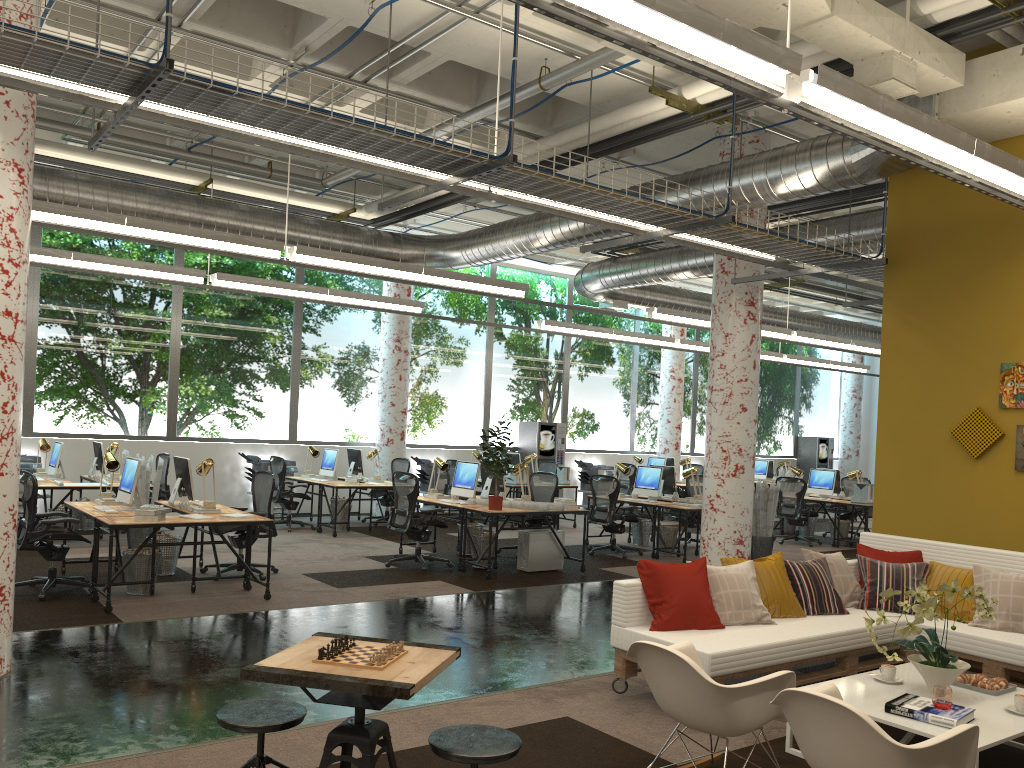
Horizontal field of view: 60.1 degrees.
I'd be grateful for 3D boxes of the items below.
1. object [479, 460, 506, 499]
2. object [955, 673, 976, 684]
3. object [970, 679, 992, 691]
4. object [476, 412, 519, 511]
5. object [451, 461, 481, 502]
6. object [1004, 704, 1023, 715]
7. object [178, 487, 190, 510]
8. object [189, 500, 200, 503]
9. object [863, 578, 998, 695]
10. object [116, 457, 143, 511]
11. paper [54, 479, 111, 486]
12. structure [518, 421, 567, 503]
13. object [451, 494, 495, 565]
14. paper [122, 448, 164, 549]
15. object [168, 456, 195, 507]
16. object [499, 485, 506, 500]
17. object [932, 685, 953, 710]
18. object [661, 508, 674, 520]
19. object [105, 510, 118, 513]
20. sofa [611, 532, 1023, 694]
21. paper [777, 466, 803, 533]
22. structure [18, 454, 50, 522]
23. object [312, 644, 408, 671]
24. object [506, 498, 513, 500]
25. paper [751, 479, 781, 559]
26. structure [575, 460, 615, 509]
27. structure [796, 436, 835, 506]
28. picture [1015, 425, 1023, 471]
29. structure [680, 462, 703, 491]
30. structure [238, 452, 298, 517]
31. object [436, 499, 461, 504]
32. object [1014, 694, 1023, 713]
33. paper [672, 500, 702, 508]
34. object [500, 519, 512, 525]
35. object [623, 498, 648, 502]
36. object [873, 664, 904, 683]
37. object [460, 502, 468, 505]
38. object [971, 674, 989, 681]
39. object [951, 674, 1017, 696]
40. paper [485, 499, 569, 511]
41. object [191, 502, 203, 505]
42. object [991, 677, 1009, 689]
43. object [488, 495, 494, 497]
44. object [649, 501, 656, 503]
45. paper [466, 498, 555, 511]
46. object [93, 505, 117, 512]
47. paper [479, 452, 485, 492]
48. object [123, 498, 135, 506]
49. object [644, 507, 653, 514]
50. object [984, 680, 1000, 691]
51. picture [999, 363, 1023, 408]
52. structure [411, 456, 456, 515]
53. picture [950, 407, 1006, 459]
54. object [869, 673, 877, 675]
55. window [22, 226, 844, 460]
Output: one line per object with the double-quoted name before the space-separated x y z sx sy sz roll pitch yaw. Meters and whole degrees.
"object" -0.266 1.206 11.090 0.190 0.485 0.483 3 -1 -37
"object" 2.539 1.658 4.978 0.135 0.061 0.072 3 -2 -17
"object" 2.570 1.655 4.878 0.070 0.060 0.131 3 -2 -14
"object" -0.183 0.846 9.735 0.513 1.077 0.439 2 0 44
"object" -0.533 1.167 10.564 0.190 0.485 0.483 3 -1 -37
"object" 2.584 1.656 4.484 0.160 0.020 0.161 2 -3 17
"object" -3.141 1.100 8.497 0.101 0.209 0.101 3 0 8
"object" -3.295 1.216 9.183 0.106 0.029 0.059 5 -3 -36
"object" 2.266 1.356 4.741 0.789 0.616 0.417 3 -1 -24
"object" -3.555 0.931 8.278 0.190 0.485 0.483 3 -1 -37
"paper" -5.223 1.198 10.770 0.627 0.061 0.567 5 -4 -39
"structure" 0.594 1.685 18.015 0.751 1.810 0.637 3 0 -37
"object" -0.464 1.673 10.594 0.105 0.933 0.847 3 -1 -41
"paper" -4.453 1.376 10.628 0.440 1.198 0.413 3 0 31
"object" -3.288 0.970 8.803 0.190 0.485 0.483 3 -1 -37
"object" -0.119 1.336 10.784 0.101 0.209 0.101 3 0 8
"object" 2.109 1.538 4.339 0.094 0.106 0.094 2 -1 14
"object" 1.753 2.370 16.898 3.414 0.437 0.366 4 -2 -27
"object" -3.569 1.138 7.899 0.106 0.029 0.059 5 -3 -36
"sofa" 2.359 1.565 5.612 2.859 0.931 2.017 5 -3 -37
"paper" 5.029 2.099 16.112 0.440 1.198 0.413 3 0 31
"structure" -7.007 1.418 12.362 1.059 1.057 0.503 4 -1 -37
"object" -0.568 1.028 3.343 0.273 0.012 0.273 2 -3 13
"object" -0.083 1.454 11.203 0.119 0.017 0.438 5 -4 -37
"paper" 3.299 1.799 11.788 0.440 1.198 0.413 3 0 31
"structure" 1.812 2.166 18.940 1.059 1.057 0.503 4 -1 -37
"structure" 8.073 2.319 23.591 0.751 1.810 0.637 3 0 -37
"picture" 4.030 0.497 6.841 0.027 0.355 0.252 3 -1 -37
"structure" 4.415 2.386 20.880 1.059 1.057 0.503 4 -1 -37
"structure" -3.975 1.675 14.622 1.059 1.057 0.503 4 -1 -37
"object" -0.738 1.385 10.453 0.119 0.017 0.438 5 -4 -37
"object" 2.589 1.619 4.484 0.086 0.085 0.079 3 -1 -8
"paper" 2.529 1.621 11.929 0.627 0.061 0.567 5 -4 -39
"object" -0.087 2.197 15.220 0.354 0.435 0.358 4 -1 -40
"object" 1.732 1.621 12.378 0.119 0.017 0.438 5 -4 -37
"object" 2.113 1.623 4.969 0.160 0.090 0.160 3 -2 -12
"object" -0.547 1.374 10.185 0.106 0.029 0.059 5 -3 -36
"object" 2.656 1.667 5.009 0.064 0.055 0.121 3 -2 -14
"object" 2.628 1.679 4.944 0.267 0.026 0.267 5 -4 -37
"paper" 0.092 1.377 10.183 1.133 0.082 0.083 2 -2 18
"object" -3.105 1.218 8.916 0.119 0.017 0.438 5 -4 -37
"object" 2.728 1.666 4.937 0.072 0.062 0.136 2 -2 11
"object" -0.273 1.452 11.470 0.106 0.029 0.059 5 -3 -36
"object" 1.922 1.609 12.111 0.106 0.029 0.059 5 -3 -36
"paper" -0.042 1.366 10.083 1.133 0.082 0.083 1 -2 28
"object" -3.759 1.149 8.166 0.119 0.017 0.438 5 -4 -37
"paper" -0.435 1.877 16.781 0.440 1.198 0.413 3 0 31
"object" -3.715 1.077 8.585 0.101 0.209 0.101 3 0 8
"object" 2.918 2.510 18.604 0.354 0.435 0.358 4 -1 -40
"object" 2.645 1.659 4.876 0.064 0.055 0.121 3 -2 -14
"picture" 3.991 0.011 6.923 0.027 0.355 0.331 3 -1 -37
"structure" -1.382 1.895 16.559 1.059 1.057 0.503 4 -1 -37
"picture" 3.771 0.396 7.178 0.047 0.424 0.424 3 -1 -37
"object" 2.092 1.652 5.026 0.132 0.011 0.028 2 -2 8
"window" -1.263 -0.634 16.977 26.240 3.763 0.050 5 -1 -37
